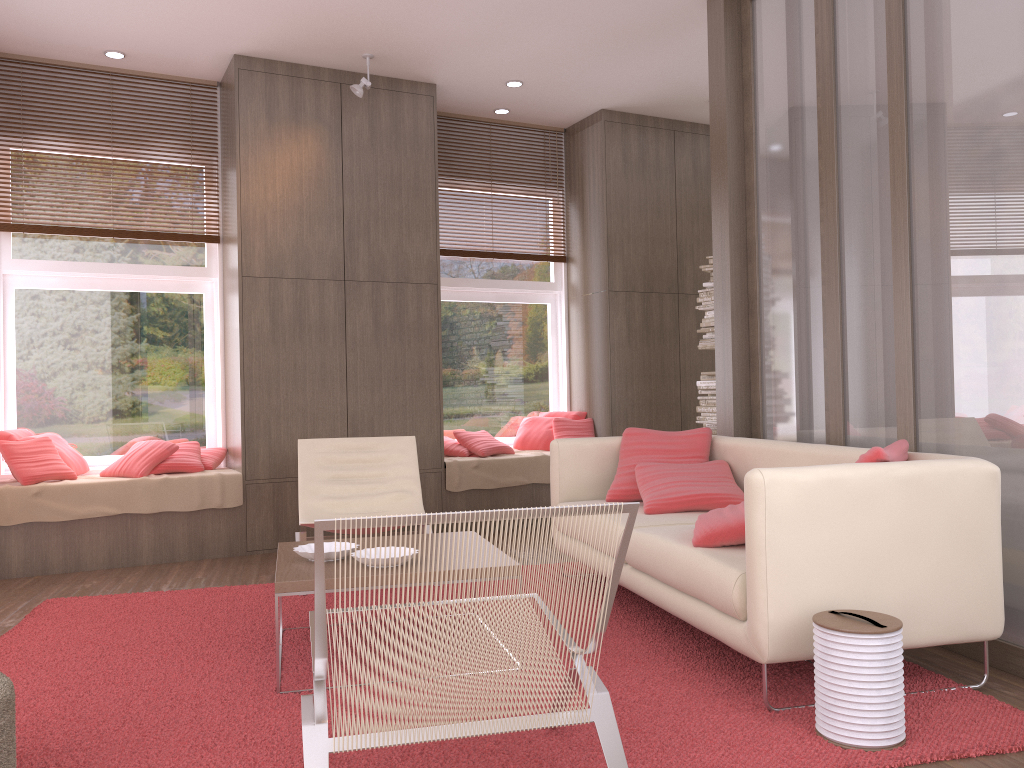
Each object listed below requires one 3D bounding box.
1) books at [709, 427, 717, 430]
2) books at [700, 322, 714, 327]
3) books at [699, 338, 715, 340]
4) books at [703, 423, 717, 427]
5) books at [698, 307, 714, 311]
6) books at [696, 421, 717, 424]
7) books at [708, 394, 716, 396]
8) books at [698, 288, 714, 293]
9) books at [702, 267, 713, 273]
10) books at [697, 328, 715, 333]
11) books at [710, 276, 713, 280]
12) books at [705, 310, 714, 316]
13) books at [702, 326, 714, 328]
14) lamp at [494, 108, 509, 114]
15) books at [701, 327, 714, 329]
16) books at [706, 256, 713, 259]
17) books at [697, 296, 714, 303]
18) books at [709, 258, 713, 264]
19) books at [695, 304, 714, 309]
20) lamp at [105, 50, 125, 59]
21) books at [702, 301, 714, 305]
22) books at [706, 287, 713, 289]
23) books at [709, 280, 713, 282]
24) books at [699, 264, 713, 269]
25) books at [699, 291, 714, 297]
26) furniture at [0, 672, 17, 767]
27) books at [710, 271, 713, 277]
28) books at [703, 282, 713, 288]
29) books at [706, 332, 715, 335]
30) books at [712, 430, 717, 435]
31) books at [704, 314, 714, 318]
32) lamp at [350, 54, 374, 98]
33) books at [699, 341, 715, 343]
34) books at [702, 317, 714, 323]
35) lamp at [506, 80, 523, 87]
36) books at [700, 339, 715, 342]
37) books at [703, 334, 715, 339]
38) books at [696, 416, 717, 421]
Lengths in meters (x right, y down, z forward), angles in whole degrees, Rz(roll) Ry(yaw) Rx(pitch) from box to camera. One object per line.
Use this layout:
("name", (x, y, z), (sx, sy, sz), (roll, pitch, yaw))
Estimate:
("books", (1.590, 0.306, 6.184), (0.300, 0.018, 0.405), (-1, -1, -34))
("books", (1.575, -0.426, 6.265), (0.297, 0.028, 0.379), (-1, -1, -39))
("books", (1.580, -0.323, 6.272), (0.308, 0.007, 0.395), (-1, -1, -39))
("books", (1.587, 0.284, 6.178), (0.310, 0.024, 0.396), (-1, -1, -34))
("books", (1.575, -0.537, 6.217), (0.324, 0.012, 0.416), (-1, -1, -34))
("books", (1.593, 0.265, 6.177), (0.423, 0.016, 0.542), (-1, -1, -14))
("books", (1.639, 0.073, 6.192), (0.320, 0.020, 0.542), (-1, -1, -14))
("books", (1.566, -0.668, 6.264), (0.306, 0.015, 0.392), (-1, -1, -34))
("books", (1.582, -0.812, 6.238), (0.412, 0.019, 0.259), (-2, -1, 36))
("books", (1.578, -0.384, 6.248), (0.283, 0.020, 0.467), (-1, -1, -39))
("books", (1.614, -0.746, 6.244), (0.371, 0.036, 0.211), (-2, -1, 36))
("books", (1.589, -0.512, 6.236), (0.297, 0.028, 0.379), (-1, -1, -19))
("books", (1.574, -0.407, 6.261), (0.233, 0.009, 0.395), (-1, -1, -39))
("lamp", (-0.080, -2.154, 7.004), (0.119, 0.010, 0.119), (-1, -1, 11))
("books", (1.564, -0.398, 6.269), (0.262, 0.009, 0.368), (-1, -1, -39))
("books", (1.590, -0.890, 6.214), (0.366, 0.012, 0.287), (-2, -1, 36))
("books", (1.564, -0.605, 6.265), (0.315, 0.035, 0.401), (-1, -1, -34))
("books", (1.600, -0.864, 6.214), (0.351, 0.036, 0.275), (-2, -1, 36))
("books", (1.575, -0.555, 6.261), (0.306, 0.022, 0.470), (-1, -1, -34))
("lamp", (-2.551, -2.115, 5.696), (0.119, 0.010, 0.119), (-1, -1, 11))
("books", (1.609, -0.579, 6.222), (0.324, 0.019, 0.434), (-1, -1, -34))
("books", (1.604, -0.685, 6.241), (0.245, 0.015, 0.416), (-1, -1, -34))
("books", (1.600, -0.723, 6.209), (0.351, 0.010, 0.284), (-2, -1, 36))
("books", (1.575, -0.833, 6.249), (0.435, 0.019, 0.248), (-2, -1, 36))
("books", (1.590, -0.643, 6.262), (0.323, 0.035, 0.416), (-1, -1, -34))
("furniture", (-1.492, 0.889, 2.042), (0.596, 0.328, 0.596), (-1, -1, 11))
("books", (1.613, -0.783, 6.245), (0.371, 0.036, 0.211), (-2, -1, 36))
("books", (1.585, -0.704, 6.231), (0.404, 0.026, 0.266), (-2, -1, 36))
("books", (1.596, -0.365, 6.238), (0.287, 0.020, 0.388), (-1, -1, -19))
("books", (1.588, 0.333, 6.177), (0.310, 0.033, 0.396), (-1, -1, -34))
("books", (1.587, -0.488, 6.259), (0.287, 0.020, 0.388), (-1, -1, -19))
("lamp", (-0.983, -2.016, 5.806), (0.158, 0.275, 0.102), (-1, -1, -7))
("books", (1.585, -0.302, 6.235), (0.291, 0.012, 0.446), (-1, -1, -39))
("books", (1.575, -0.458, 6.279), (0.297, 0.039, 0.379), (-1, -1, -19))
("lamp", (0.017, -2.164, 6.393), (0.119, 0.010, 0.119), (-1, -1, 11))
("books", (1.586, -0.314, 6.248), (0.308, 0.011, 0.412), (-1, -1, -39))
("books", (1.595, -0.341, 6.267), (0.297, 0.028, 0.379), (-1, -1, -39))
("books", (1.613, 0.242, 6.231), (0.399, 0.028, 0.612), (-1, -1, -14))
